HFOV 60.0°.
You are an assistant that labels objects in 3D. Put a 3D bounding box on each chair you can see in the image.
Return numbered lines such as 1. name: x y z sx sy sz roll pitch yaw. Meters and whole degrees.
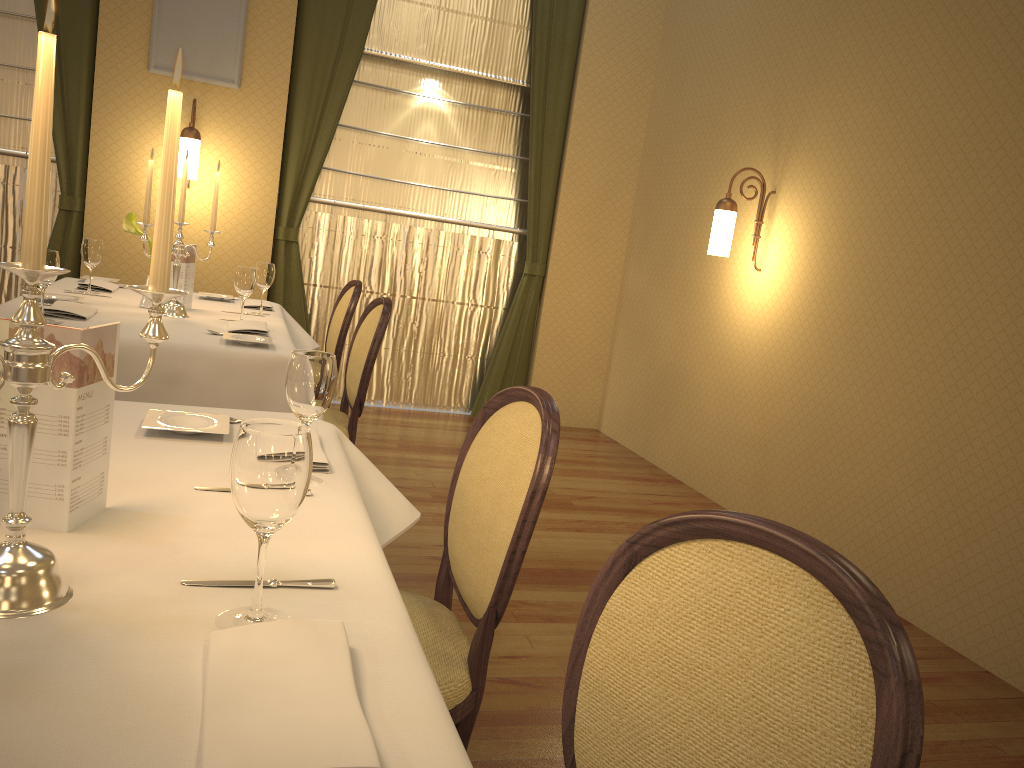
1. chair: 0.025 0.621 0.884 0.571 0.955 0.530 2 11 -38
2. chair: -0.803 0.111 3.393 0.571 0.955 0.530 6 9 -18
3. chair: -0.268 0.455 1.676 0.571 0.955 0.530 6 9 -18
4. chair: -1.049 -0.047 4.183 0.571 0.955 0.530 6 9 -18

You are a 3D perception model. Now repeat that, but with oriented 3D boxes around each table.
1. table: -0.685 0.560 1.230 1.385 0.759 2.152 6 9 -18
2. table: -1.467 0.057 3.737 1.385 0.759 2.152 6 9 -18

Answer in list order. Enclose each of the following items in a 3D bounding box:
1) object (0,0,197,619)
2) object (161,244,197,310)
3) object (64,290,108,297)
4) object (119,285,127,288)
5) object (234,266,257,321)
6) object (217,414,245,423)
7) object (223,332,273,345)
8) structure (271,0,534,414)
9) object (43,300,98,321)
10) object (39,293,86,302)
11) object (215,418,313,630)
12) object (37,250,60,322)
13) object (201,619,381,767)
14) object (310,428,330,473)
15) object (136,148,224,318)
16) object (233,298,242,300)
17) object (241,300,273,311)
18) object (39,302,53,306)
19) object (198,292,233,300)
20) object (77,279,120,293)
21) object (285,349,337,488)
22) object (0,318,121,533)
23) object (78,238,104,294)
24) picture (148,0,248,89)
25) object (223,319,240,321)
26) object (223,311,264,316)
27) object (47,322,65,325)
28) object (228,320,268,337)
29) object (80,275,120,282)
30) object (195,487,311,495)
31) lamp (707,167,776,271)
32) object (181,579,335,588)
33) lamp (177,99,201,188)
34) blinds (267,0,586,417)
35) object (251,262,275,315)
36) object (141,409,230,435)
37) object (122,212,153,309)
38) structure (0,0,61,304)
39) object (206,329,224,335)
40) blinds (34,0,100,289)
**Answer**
1. object: -0.506 -0.082 0.933 0.131 0.655 0.390 11 9 16
2. object: -1.382 -0.447 3.689 0.081 0.277 0.166 16 12 42
3. object: -1.789 -0.381 3.744 0.185 0.010 0.017 6 9 -17
4. object: -1.904 -0.467 4.176 0.181 0.015 0.038 6 9 -17
5. object: -1.056 -0.345 3.492 0.088 0.229 0.088 13 10 29
6. object: -0.556 0.081 1.923 0.181 0.015 0.038 6 9 -17
7. object: -0.905 -0.147 3.035 0.160 0.024 0.160 6 9 -18
8. structure: -0.509 -2.044 5.842 1.898 4.511 0.137 6 9 -18
9. object: -1.551 -0.258 3.116 0.142 0.033 0.273 6 9 -18
10. object: -1.720 -0.320 3.373 0.160 0.024 0.160 6 9 -18
11. object: -0.274 0.158 0.984 0.088 0.229 0.088 12 9 23
12. object: -1.523 -0.320 2.882 0.088 0.229 0.088 13 10 29
13. object: -0.212 0.294 0.829 0.142 0.033 0.273 6 9 -18
14. object: -0.441 0.124 1.735 0.142 0.024 0.273 6 9 -18
15. object: -1.288 -0.585 3.440 0.131 0.655 0.390 15 11 37
16. object: -1.338 -0.422 4.431 0.181 0.015 0.038 6 9 -17
17. object: -1.223 -0.379 4.243 0.142 0.024 0.273 6 9 -18
18. object: -1.642 -0.286 3.271 0.185 0.010 0.017 6 9 -17
19. object: -1.431 -0.417 4.282 0.160 0.024 0.160 6 9 -18
20. object: -1.869 -0.444 4.014 0.142 0.033 0.273 6 9 -18
21. object: -0.358 0.059 1.545 0.088 0.229 0.088 13 10 29
22. object: -0.600 0.056 1.182 0.081 0.277 0.166 16 12 42
23. object: -1.805 -0.504 3.803 0.088 0.229 0.088 13 10 29
24. picture: -1.831 -2.178 5.211 0.512 0.769 0.027 6 9 -18
25. object: -1.094 -0.257 3.607 0.185 0.010 0.017 6 9 -18
26. object: -1.178 -0.311 3.876 0.185 0.010 0.017 6 9 -18
27. object: -1.518 -0.199 2.814 0.181 0.015 0.038 6 9 -17
28. object: -0.993 -0.209 3.336 0.142 0.033 0.273 6 9 -18
29. object: -1.977 -0.494 4.258 0.160 0.024 0.160 6 9 -18
30. object: -0.425 0.174 1.459 0.185 0.010 0.017 6 9 -18
31. lamp: 1.187 -0.862 4.605 0.323 0.513 0.114 4 10 -29
32. object: -0.313 0.246 1.100 0.185 0.010 0.017 6 9 -18
33. lamp: -1.898 -1.410 5.185 0.114 0.513 0.323 4 10 -29
34. blinds: -0.465 -2.033 5.731 1.876 4.537 0.129 6 9 -18
35. object: -1.111 -0.426 3.961 0.088 0.229 0.088 13 10 29
36. object: -0.650 0.086 1.775 0.160 0.024 0.160 6 9 -18
37. object: -1.496 -0.501 3.591 0.163 0.375 0.076 9 9 3
38. structure: -3.267 -2.312 4.928 1.900 4.511 0.134 6 9 -18
39. object: -0.997 -0.177 3.166 0.181 0.015 0.038 6 9 -17
40. blinds: -3.223 -2.301 4.817 1.878 4.537 0.129 6 9 -18
